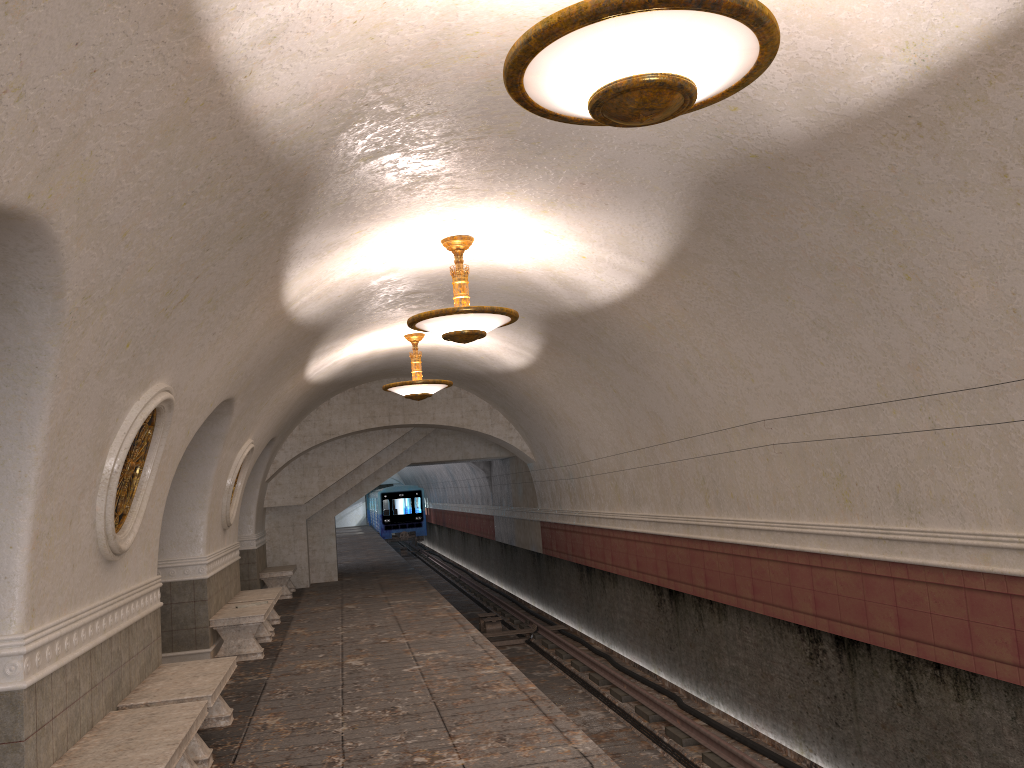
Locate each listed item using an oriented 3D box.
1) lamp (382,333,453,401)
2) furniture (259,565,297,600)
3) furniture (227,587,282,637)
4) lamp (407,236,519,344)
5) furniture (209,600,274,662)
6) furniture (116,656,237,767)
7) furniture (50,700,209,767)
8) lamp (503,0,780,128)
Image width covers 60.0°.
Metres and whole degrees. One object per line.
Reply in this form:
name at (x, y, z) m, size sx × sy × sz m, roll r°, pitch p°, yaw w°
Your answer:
lamp at (-1.369, -0.229, 12.718) m, size 1.008 × 0.955 × 1.008 m, roll -9°, pitch -8°, yaw 34°
furniture at (-4.462, 3.803, 17.008) m, size 0.613 × 0.508 × 1.509 m, roll -3°, pitch -7°, yaw -11°
furniture at (-3.593, 3.225, 12.506) m, size 0.613 × 0.508 × 1.509 m, roll -3°, pitch -7°, yaw -11°
lamp at (-0.460, -0.833, 8.013) m, size 1.008 × 0.955 × 1.008 m, roll -5°, pitch -6°, yaw 5°
furniture at (-3.276, 3.015, 10.868) m, size 0.613 × 0.508 × 1.509 m, roll -3°, pitch -7°, yaw -11°
furniture at (-2.471, 2.479, 6.698) m, size 0.613 × 0.508 × 1.509 m, roll -3°, pitch -7°, yaw -11°
furniture at (-2.154, 2.269, 5.060) m, size 0.613 × 0.508 × 1.509 m, roll -3°, pitch -7°, yaw -11°
lamp at (0.449, -1.437, 3.310) m, size 1.008 × 0.955 × 1.008 m, roll -5°, pitch -6°, yaw 5°
